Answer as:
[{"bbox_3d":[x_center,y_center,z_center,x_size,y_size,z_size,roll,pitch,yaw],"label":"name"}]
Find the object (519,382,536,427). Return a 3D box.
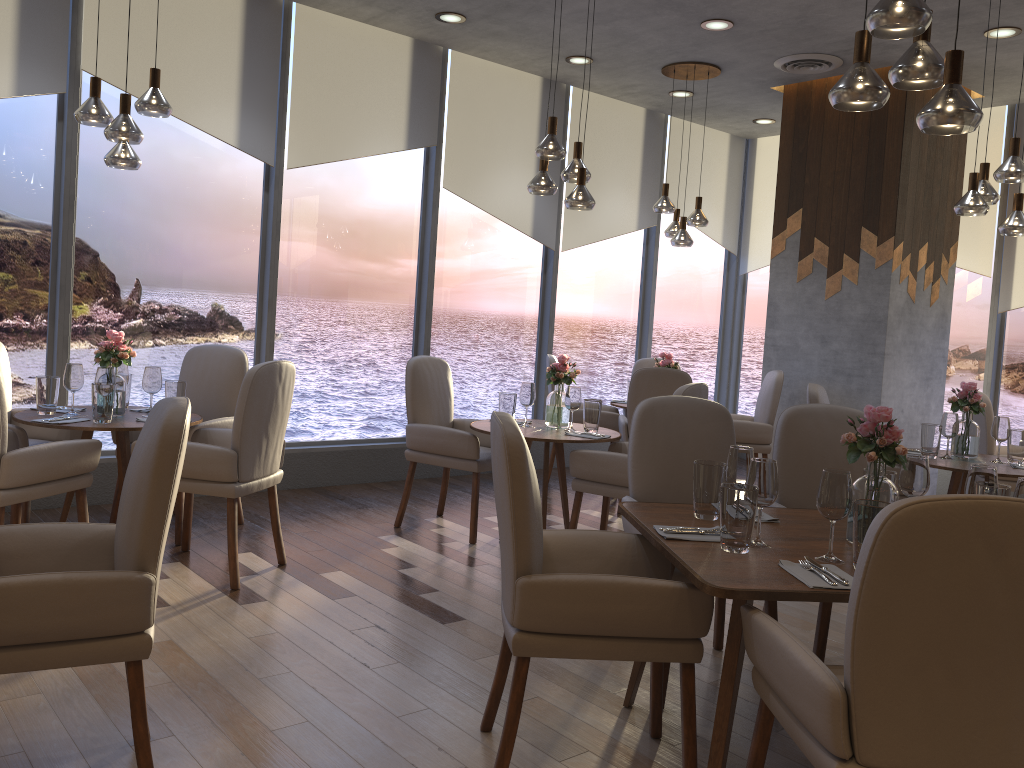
[{"bbox_3d":[0.083,0.114,4.919,0.092,0.244,0.092,6,3,36],"label":"object"}]

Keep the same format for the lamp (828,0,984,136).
[{"bbox_3d":[1.171,-1.388,2.547,0.439,1.324,0.440,2,3,-35],"label":"lamp"}]

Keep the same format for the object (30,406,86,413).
[{"bbox_3d":[-2.202,0.120,4.342,0.255,0.019,0.157,5,4,14],"label":"object"}]

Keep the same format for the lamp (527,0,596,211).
[{"bbox_3d":[0.305,-1.617,4.830,0.439,1.324,0.440,2,3,-38],"label":"lamp"}]

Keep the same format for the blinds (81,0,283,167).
[{"bbox_3d":[-1.906,-2.740,5.317,1.173,2.677,0.007,1,3,-40],"label":"blinds"}]

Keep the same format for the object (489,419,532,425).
[{"bbox_3d":[0.012,0.210,5.077,0.255,0.019,0.157,7,5,33],"label":"object"}]

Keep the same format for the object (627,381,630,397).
[{"bbox_3d":[0.910,0.071,6.650,0.102,0.178,0.102,3,3,-23],"label":"object"}]

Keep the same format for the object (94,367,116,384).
[{"bbox_3d":[-1.895,0.044,4.124,0.092,0.244,0.092,4,3,-5],"label":"object"}]

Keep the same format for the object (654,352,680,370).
[{"bbox_3d":[1.163,-0.038,6.736,0.210,0.415,0.198,4,3,-3],"label":"object"}]

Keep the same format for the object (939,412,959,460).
[{"bbox_3d":[2.330,0.276,4.728,0.092,0.244,0.092,6,4,44],"label":"object"}]

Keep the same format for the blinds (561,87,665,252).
[{"bbox_3d":[0.950,-2.438,7.750,1.173,2.677,0.007,1,3,-40],"label":"blinds"}]

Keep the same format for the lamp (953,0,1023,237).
[{"bbox_3d":[2.572,-1.454,4.642,0.439,1.324,0.440,2,3,-33],"label":"lamp"}]

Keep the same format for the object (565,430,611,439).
[{"bbox_3d":[0.384,0.263,4.700,0.255,0.019,0.157,7,5,34],"label":"object"}]

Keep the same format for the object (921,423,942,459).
[{"bbox_3d":[2.221,0.304,4.706,0.102,0.178,0.102,5,3,30],"label":"object"}]

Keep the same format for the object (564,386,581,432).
[{"bbox_3d":[0.331,0.136,4.849,0.092,0.244,0.092,4,3,14],"label":"object"}]

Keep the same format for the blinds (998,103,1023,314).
[{"bbox_3d":[4.350,-1.838,6.583,0.007,2.677,1.175,2,3,-40],"label":"blinds"}]

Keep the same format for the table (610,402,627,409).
[{"bbox_3d":[1.144,0.500,6.751,0.835,0.661,0.834,6,4,36],"label":"table"}]

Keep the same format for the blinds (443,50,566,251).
[{"bbox_3d":[-0.004,-2.440,6.946,1.173,2.677,0.007,1,3,-40],"label":"blinds"}]

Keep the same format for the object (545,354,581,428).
[{"bbox_3d":[0.276,0.036,4.992,0.198,0.415,0.210,5,3,22],"label":"object"}]

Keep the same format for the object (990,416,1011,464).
[{"bbox_3d":[2.586,0.295,4.698,0.092,0.244,0.092,4,3,5],"label":"object"}]

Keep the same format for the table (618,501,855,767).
[{"bbox_3d":[1.027,0.803,2.616,1.306,0.665,0.966,3,4,-7],"label":"table"}]

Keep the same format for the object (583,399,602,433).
[{"bbox_3d":[0.438,0.175,4.855,0.102,0.178,0.102,3,3,-20],"label":"object"}]

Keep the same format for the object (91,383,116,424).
[{"bbox_3d":[-1.857,0.087,4.025,0.102,0.178,0.102,4,3,11],"label":"object"}]

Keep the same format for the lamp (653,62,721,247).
[{"bbox_3d":[1.299,-1.691,6.674,0.439,1.324,0.440,5,3,17],"label":"lamp"}]

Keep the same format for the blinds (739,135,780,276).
[{"bbox_3d":[2.768,-2.370,8.481,0.007,2.677,1.175,2,3,-40],"label":"blinds"}]

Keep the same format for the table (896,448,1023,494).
[{"bbox_3d":[2.418,0.738,4.709,0.835,0.661,0.834,5,4,24],"label":"table"}]

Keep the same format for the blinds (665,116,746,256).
[{"bbox_3d":[1.918,-2.626,8.545,1.173,2.677,0.007,1,3,-40],"label":"blinds"}]

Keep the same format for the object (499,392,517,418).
[{"bbox_3d":[-0.028,0.140,4.913,0.102,0.178,0.102,4,3,-1],"label":"object"}]

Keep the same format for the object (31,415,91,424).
[{"bbox_3d":[-2.028,0.156,4.020,0.157,0.019,0.255,5,4,15],"label":"object"}]

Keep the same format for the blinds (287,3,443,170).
[{"bbox_3d":[-0.940,-2.738,6.130,1.173,2.677,0.007,1,3,-40],"label":"blinds"}]

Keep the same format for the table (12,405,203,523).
[{"bbox_3d":[-1.955,0.482,4.292,0.833,0.661,0.835,1,5,-41],"label":"table"}]

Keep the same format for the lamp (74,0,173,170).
[{"bbox_3d":[-1.819,-1.709,4.206,0.440,1.324,0.439,6,4,43],"label":"lamp"}]

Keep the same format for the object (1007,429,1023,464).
[{"bbox_3d":[2.691,0.333,4.721,0.102,0.178,0.102,6,4,41],"label":"object"}]

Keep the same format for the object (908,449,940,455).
[{"bbox_3d":[2.236,0.372,4.874,0.255,0.019,0.157,6,5,24],"label":"object"}]

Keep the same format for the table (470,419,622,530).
[{"bbox_3d":[0.163,0.576,4.895,0.834,0.661,0.835,4,4,10],"label":"table"}]

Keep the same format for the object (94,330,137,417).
[{"bbox_3d":[-1.922,-0.055,4.276,0.198,0.415,0.210,1,4,-43],"label":"object"}]

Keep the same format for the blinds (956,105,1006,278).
[{"bbox_3d":[3.568,-2.246,7.526,0.007,2.677,1.175,2,3,-40],"label":"blinds"}]

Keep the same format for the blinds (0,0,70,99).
[{"bbox_3d":[-2.870,-2.598,4.521,1.173,2.677,0.007,1,3,-40],"label":"blinds"}]

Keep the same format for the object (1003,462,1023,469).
[{"bbox_3d":[2.662,0.423,4.560,0.255,0.019,0.157,6,5,25],"label":"object"}]

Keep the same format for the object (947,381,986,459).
[{"bbox_3d":[2.476,0.192,4.838,0.198,0.415,0.210,4,3,7],"label":"object"}]

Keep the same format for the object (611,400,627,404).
[{"bbox_3d":[0.887,0.136,6.819,0.255,0.019,0.157,5,4,11],"label":"object"}]
